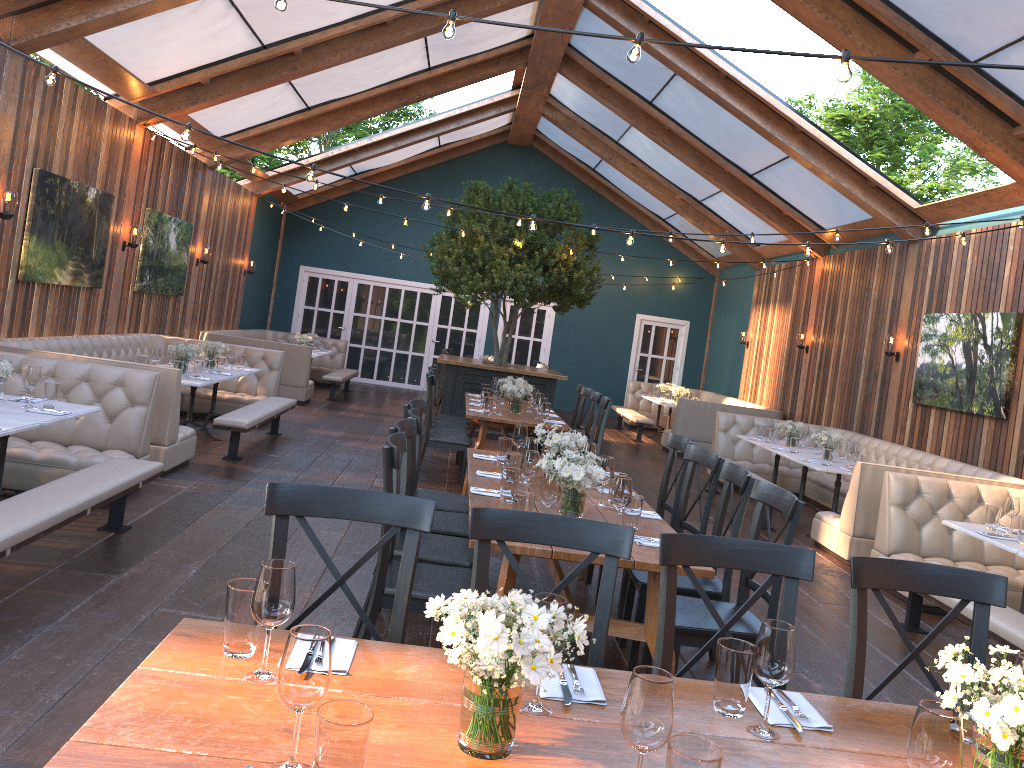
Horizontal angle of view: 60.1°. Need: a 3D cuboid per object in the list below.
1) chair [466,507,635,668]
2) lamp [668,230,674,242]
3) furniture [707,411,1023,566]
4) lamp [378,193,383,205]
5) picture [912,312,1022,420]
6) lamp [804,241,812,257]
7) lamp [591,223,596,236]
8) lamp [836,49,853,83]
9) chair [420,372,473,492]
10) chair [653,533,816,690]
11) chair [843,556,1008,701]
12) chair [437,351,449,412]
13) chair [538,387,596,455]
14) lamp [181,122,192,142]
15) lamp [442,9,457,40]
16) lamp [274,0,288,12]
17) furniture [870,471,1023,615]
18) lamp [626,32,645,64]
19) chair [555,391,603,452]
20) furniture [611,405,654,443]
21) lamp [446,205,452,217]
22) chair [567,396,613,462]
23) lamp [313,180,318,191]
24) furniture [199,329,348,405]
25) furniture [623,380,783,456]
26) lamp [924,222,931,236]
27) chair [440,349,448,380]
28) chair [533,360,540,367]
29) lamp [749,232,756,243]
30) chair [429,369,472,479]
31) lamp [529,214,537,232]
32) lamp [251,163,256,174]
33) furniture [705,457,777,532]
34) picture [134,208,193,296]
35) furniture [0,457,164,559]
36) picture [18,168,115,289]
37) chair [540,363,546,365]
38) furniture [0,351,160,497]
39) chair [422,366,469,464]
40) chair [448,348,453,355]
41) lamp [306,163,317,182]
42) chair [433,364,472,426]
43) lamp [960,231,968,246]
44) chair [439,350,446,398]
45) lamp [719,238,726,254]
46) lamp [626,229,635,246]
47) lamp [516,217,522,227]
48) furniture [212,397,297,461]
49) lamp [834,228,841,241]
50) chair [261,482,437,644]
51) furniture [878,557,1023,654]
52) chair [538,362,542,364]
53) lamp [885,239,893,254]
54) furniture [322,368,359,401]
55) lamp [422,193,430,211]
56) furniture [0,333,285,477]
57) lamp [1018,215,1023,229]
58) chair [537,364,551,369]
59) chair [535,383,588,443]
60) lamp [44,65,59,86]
[{"bbox_3d":[0.057,0.901,2.362,0.477,1.020,0.540,8,1,-3],"label":"chair"},{"bbox_3d":[1.543,-1.434,8.598,0.067,0.117,0.057,7,1,-40],"label":"lamp"},{"bbox_3d":[3.506,1.031,9.322,1.708,0.858,4.167,8,3,-4],"label":"furniture"},{"bbox_3d":[-1.378,-1.944,9.297,0.056,0.121,0.056,8,0,6],"label":"lamp"},{"bbox_3d":[4.572,-0.226,8.995,0.065,0.997,1.653,8,3,-4],"label":"picture"},{"bbox_3d":[2.299,-1.047,6.857,0.056,0.120,0.056,8,0,24],"label":"lamp"},{"bbox_3d":[0.811,-1.530,8.766,0.056,0.121,0.056,8,0,12],"label":"lamp"},{"bbox_3d":[1.208,-1.150,3.205,0.056,0.121,0.056,8,1,-35],"label":"lamp"},{"bbox_3d":[-0.631,0.434,8.234,0.539,1.020,0.478,8,0,-8],"label":"chair"},{"bbox_3d":[0.611,0.977,2.393,0.477,1.020,0.540,8,1,-8],"label":"chair"},{"bbox_3d":[1.165,1.054,2.423,0.477,1.020,0.540,8,1,-3],"label":"chair"},{"bbox_3d":[-0.925,0.009,14.339,0.539,1.020,0.478,8,0,-3],"label":"chair"},{"bbox_3d":[0.571,0.529,9.422,0.539,1.020,0.478,8,0,-8],"label":"chair"},{"bbox_3d":[-1.942,-1.505,5.276,0.056,0.120,0.056,8,0,-6],"label":"lamp"},{"bbox_3d":[-0.250,-1.448,3.565,0.056,0.121,0.056,8,0,11],"label":"lamp"},{"bbox_3d":[-0.968,-1.628,3.730,0.056,0.120,0.056,8,0,-28],"label":"lamp"},{"bbox_3d":[3.754,1.351,4.805,1.708,0.858,4.167,8,3,-4],"label":"furniture"},{"bbox_3d":[0.471,-1.287,3.390,0.057,0.120,0.056,8,0,-10],"label":"lamp"},{"bbox_3d":[0.602,0.569,8.863,0.539,1.020,0.478,8,0,-3],"label":"chair"},{"bbox_3d":[2.041,0.679,15.326,0.312,0.398,2.333,8,3,-4],"label":"furniture"},{"bbox_3d":[-0.647,-1.785,9.129,0.056,0.121,0.056,8,1,37],"label":"lamp"},{"bbox_3d":[0.633,0.608,8.304,0.539,1.020,0.477,8,0,2],"label":"chair"},{"bbox_3d":[-2.100,-2.129,9.465,0.056,0.121,0.056,8,0,9],"label":"lamp"},{"bbox_3d":[-3.945,-0.378,14.972,1.708,0.858,4.167,8,3,-4],"label":"furniture"},{"bbox_3d":[3.174,0.605,15.353,1.708,0.858,4.167,8,3,-4],"label":"furniture"},{"bbox_3d":[3.752,-1.399,7.983,0.056,0.120,0.056,8,1,39],"label":"lamp"},{"bbox_3d":[-1.049,-0.079,15.454,0.539,1.020,0.477,8,0,2],"label":"chair"},{"bbox_3d":[0.204,0.058,16.085,0.539,1.020,0.478,8,0,-8],"label":"chair"},{"bbox_3d":[2.284,-1.383,8.388,0.056,0.121,0.056,8,0,18],"label":"lamp"},{"bbox_3d":[-0.661,0.395,8.792,0.539,1.020,0.477,8,0,0],"label":"chair"},{"bbox_3d":[0.149,-1.109,6.096,0.056,0.120,0.056,8,0,2],"label":"lamp"},{"bbox_3d":[-2.810,-2.345,9.630,0.056,0.121,0.056,8,0,21],"label":"lamp"},{"bbox_3d":[2.375,1.108,9.261,0.312,0.398,2.333,8,3,-4],"label":"furniture"},{"bbox_3d":[-4.395,-1.636,11.250,0.065,0.997,1.653,8,3,-4],"label":"picture"},{"bbox_3d":[-2.331,0.744,4.473,0.312,0.398,2.333,8,3,-4],"label":"furniture"},{"bbox_3d":[-4.238,-1.442,8.511,0.065,0.997,1.653,8,3,-4],"label":"picture"},{"bbox_3d":[0.266,0.138,14.966,0.539,1.020,0.478,8,0,-3],"label":"chair"},{"bbox_3d":[-3.364,0.369,4.404,1.708,0.858,4.167,8,3,-4],"label":"furniture"},{"bbox_3d":[-0.716,0.352,9.351,0.539,1.020,0.478,8,0,-8],"label":"chair"},{"bbox_3d":[-1.001,-0.108,16.018,0.540,1.020,0.477,8,0,2],"label":"chair"},{"bbox_3d":[-1.264,-1.329,5.561,0.056,0.120,0.057,8,1,-43],"label":"lamp"},{"bbox_3d":[-0.711,0.317,9.912,0.539,1.020,0.477,8,0,2],"label":"chair"},{"bbox_3d":[3.744,-1.203,7.327,0.060,0.119,0.056,8,0,19],"label":"lamp"},{"bbox_3d":[-1.004,-0.038,14.896,0.539,1.020,0.478,8,0,-8],"label":"chair"},{"bbox_3d":[1.577,-1.030,6.612,0.056,0.121,0.056,8,0,-16],"label":"lamp"},{"bbox_3d":[0.853,-1.054,6.371,0.056,0.120,0.056,8,0,16],"label":"lamp"},{"bbox_3d":[0.076,-1.649,8.945,0.056,0.121,0.056,8,0,-28],"label":"lamp"},{"bbox_3d":[-2.579,0.425,8.986,0.312,0.398,2.333,8,3,-4],"label":"furniture"},{"bbox_3d":[3.018,-1.382,8.202,0.063,0.118,0.056,8,0,-10],"label":"lamp"},{"bbox_3d":[-0.497,0.824,2.331,0.477,1.020,0.540,8,1,-8],"label":"chair"},{"bbox_3d":[2.623,1.427,4.748,0.312,0.398,2.333,8,3,-4],"label":"furniture"},{"bbox_3d":[0.235,0.098,15.526,0.539,1.020,0.477,8,0,2],"label":"chair"},{"bbox_3d":[3.022,-1.104,7.097,0.071,0.116,0.056,8,1,19],"label":"lamp"},{"bbox_3d":[-2.913,-0.004,15.051,0.312,0.398,2.333,8,3,-4],"label":"furniture"},{"bbox_3d":[-0.562,-1.200,5.835,0.056,0.121,0.056,8,0,-5],"label":"lamp"},{"bbox_3d":[-3.613,0.049,8.931,1.708,0.858,4.167,8,3,-4],"label":"furniture"},{"bbox_3d":[4.476,-1.421,7.775,0.056,0.121,0.056,8,0,18],"label":"lamp"},{"bbox_3d":[0.278,0.176,14.389,0.538,1.020,0.479,8,0,-20],"label":"chair"},{"bbox_3d":[0.540,0.490,9.982,0.539,1.020,0.478,8,0,-3],"label":"chair"},{"bbox_3d":[-2.605,-1.746,5.000,0.057,0.119,0.059,8,1,28],"label":"lamp"}]
